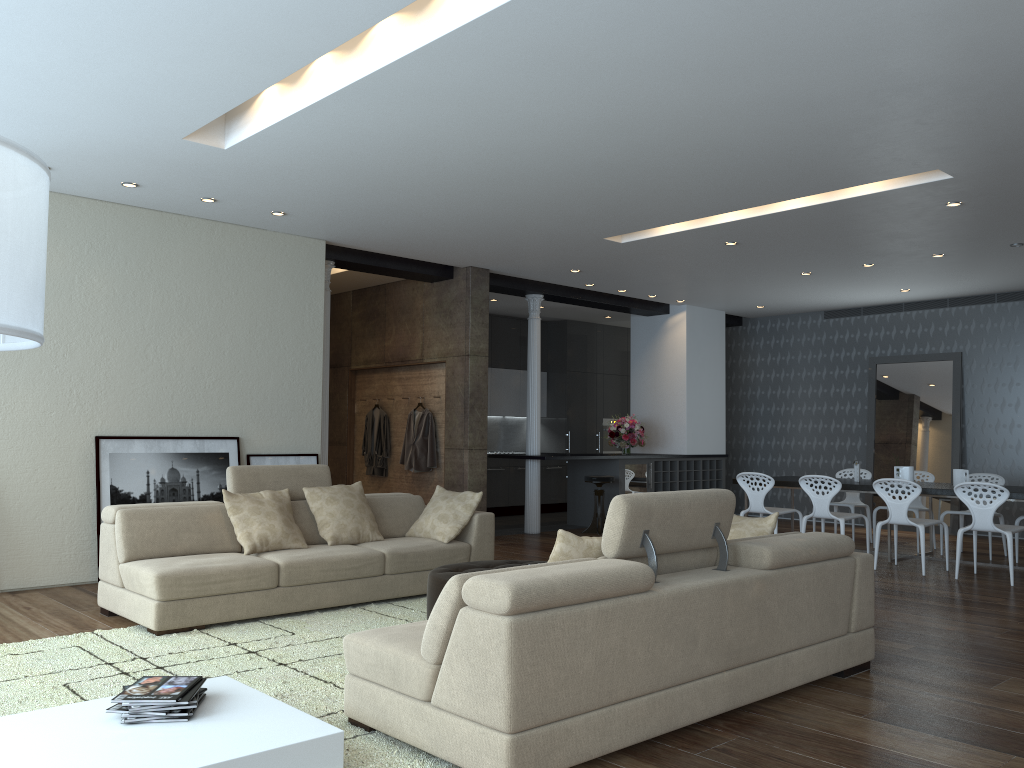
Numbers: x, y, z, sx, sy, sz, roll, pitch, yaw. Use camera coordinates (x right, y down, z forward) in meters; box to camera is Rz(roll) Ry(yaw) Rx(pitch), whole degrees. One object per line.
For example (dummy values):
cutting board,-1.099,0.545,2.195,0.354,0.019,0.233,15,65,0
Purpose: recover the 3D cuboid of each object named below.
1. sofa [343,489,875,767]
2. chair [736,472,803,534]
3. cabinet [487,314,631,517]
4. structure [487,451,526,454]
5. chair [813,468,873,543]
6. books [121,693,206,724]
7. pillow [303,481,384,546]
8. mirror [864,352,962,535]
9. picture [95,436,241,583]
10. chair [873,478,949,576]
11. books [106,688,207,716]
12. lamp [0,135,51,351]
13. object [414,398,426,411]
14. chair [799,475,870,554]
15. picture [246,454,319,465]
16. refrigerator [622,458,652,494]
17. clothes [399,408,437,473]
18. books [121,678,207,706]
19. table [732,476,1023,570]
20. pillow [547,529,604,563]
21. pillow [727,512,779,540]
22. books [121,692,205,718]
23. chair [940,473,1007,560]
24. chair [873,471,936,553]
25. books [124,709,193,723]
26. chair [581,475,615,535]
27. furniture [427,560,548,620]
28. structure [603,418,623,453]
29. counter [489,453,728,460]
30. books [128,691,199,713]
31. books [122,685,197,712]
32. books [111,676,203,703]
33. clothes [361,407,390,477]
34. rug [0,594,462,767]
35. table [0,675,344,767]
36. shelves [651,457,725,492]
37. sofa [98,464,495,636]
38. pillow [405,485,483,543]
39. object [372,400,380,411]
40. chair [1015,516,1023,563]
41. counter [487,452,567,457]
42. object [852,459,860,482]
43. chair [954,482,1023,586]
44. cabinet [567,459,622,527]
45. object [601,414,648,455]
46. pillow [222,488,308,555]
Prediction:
sofa,0.592,0.951,4.090,2.581,0.950,1.021,4,-4,-43
chair,2.604,1.314,9.063,0.581,0.835,0.495,4,-4,-42
cabinet,0.671,0.503,14.109,7.409,2.980,0.827,4,-4,-42
structure,-0.271,1.032,13.172,0.900,0.066,0.520,4,-4,-42
chair,3.803,1.388,10.127,0.581,0.835,0.495,4,-4,-42
books,-1.240,1.159,3.175,0.220,0.010,0.300,1,-3,-8
pillow,-1.224,0.938,6.445,0.301,0.439,0.534,-3,-5,44
mirror,5.202,0.755,11.533,0.240,2.294,1.200,4,-4,-42
picture,-2.746,0.999,7.198,1.183,1.140,0.225,4,-4,-42
chair,3.568,1.263,7.997,0.581,0.835,0.495,4,-4,-42
books,-1.264,1.130,3.174,0.220,0.010,0.300,0,-3,7
lamp,-1.300,0.399,1.677,0.698,1.728,0.698,2,-3,-19
object,-1.055,0.258,10.191,0.010,0.219,0.430,4,-4,-42
chair,3.075,1.289,8.545,0.581,0.835,0.495,4,-4,-42
picture,-2.005,1.121,7.894,0.700,0.988,0.195,4,-4,-42
refrigerator,1.592,1.348,11.420,0.578,0.774,0.075,3,-4,-39
clothes,-1.078,0.645,10.167,0.173,0.735,0.700,4,-5,-44
books,-1.239,1.101,3.179,0.220,0.010,0.300,1,-3,-8
table,4.006,1.369,8.865,1.200,0.733,3.400,4,-4,-42
pillow,0.322,0.815,3.845,0.519,0.416,0.368,3,-4,-38
pillow,1.188,0.899,4.946,0.395,0.393,0.518,3,-4,-39
books,-1.240,1.140,3.177,0.220,0.010,0.300,1,-3,-8
chair,4.754,1.339,9.095,0.581,0.835,0.495,4,-4,-42
chair,4.279,1.363,9.611,0.581,0.835,0.495,4,-4,-42
books,-1.265,1.149,3.173,0.220,0.010,0.300,2,-4,-23
chair,2.711,1.442,7.854,16.134,0.952,21.556,4,-4,-42
furniture,0.016,1.297,5.362,1.057,0.355,1.057,3,-4,-41
structure,1.513,0.877,14.716,0.595,0.596,0.591,4,-4,-42
counter,1.409,0.962,11.857,3.700,0.040,1.000,4,-4,-42
books,-1.239,1.121,3.178,0.220,0.010,0.300,2,-3,-18
books,-1.264,1.111,3.175,0.220,0.010,0.300,2,-4,-28
books,-1.264,1.091,3.176,0.220,0.010,0.300,1,-3,-3
clothes,-1.679,0.702,10.832,0.141,0.855,0.569,4,-4,-42
rug,-0.619,1.441,4.738,4.231,0.020,2.972,4,-4,-42
table,-1.197,1.239,2.988,0.900,0.170,0.900,4,-4,-42
shelves,2.140,1.476,12.506,1.700,0.897,0.900,4,-4,-42
sofa,-1.403,1.054,6.256,2.581,0.950,1.021,4,-4,-42
pillow,-0.503,0.987,6.782,0.518,0.393,0.395,-3,-5,44
object,-1.657,0.290,10.862,0.010,0.219,0.430,4,-4,-42
chair,5.230,1.314,8.579,0.581,0.835,0.495,4,-4,-42
counter,-0.745,1.114,12.788,3.597,0.223,0.807,4,-4,-42
object,3.589,0.903,9.256,0.076,0.233,0.161,-1,-4,29
chair,4.054,1.239,7.499,0.581,0.835,0.495,4,-4,-42
cabinet,1.278,1.421,11.715,0.642,0.897,0.900,4,-4,-42
object,1.524,0.667,11.842,0.544,0.552,0.570,3,-4,-36
pillow,-1.675,0.918,6.013,0.368,0.416,0.519,-2,-4,43
